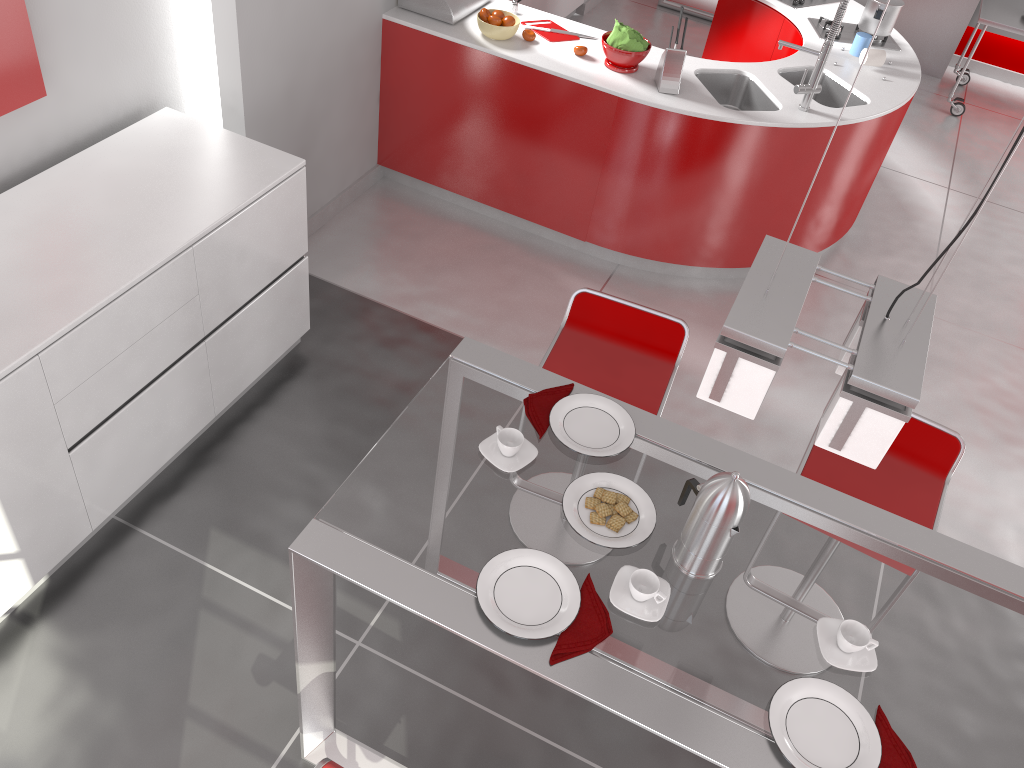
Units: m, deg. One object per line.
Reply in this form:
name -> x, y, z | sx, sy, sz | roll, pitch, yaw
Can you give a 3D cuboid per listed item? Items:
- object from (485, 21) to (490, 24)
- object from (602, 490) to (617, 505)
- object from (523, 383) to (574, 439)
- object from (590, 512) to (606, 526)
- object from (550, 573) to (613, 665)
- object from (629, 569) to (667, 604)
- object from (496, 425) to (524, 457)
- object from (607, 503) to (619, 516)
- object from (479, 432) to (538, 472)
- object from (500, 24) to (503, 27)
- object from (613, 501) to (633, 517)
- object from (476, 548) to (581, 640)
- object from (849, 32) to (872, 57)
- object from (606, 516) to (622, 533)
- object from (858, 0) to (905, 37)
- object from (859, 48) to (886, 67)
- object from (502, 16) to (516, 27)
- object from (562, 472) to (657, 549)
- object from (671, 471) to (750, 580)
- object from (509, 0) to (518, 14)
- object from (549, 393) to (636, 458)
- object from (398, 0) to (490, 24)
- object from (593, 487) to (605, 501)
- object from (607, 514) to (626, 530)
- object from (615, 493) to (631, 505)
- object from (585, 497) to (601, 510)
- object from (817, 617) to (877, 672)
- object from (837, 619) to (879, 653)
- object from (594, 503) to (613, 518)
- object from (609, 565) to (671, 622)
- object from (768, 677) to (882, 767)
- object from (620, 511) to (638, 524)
object -> -0.103, -1.676, 4.136 | 0.055, 0.058, 0.066 | 27, 45, 17
object -> 0.222, 0.258, 2.022 | 0.034, 0.006, 0.036 | 15, 43, 4
object -> 0.075, 0.049, 2.222 | 0.095, 0.012, 0.234 | 23, 44, 13
object -> 0.192, 0.300, 1.980 | 0.036, 0.006, 0.034 | 8, 43, -2
object -> 0.156, 0.484, 1.779 | 0.095, 0.012, 0.234 | 22, 44, 12
object -> 0.272, 0.426, 1.826 | 0.062, 0.049, 0.078 | -13, 48, -23
object -> -0.013, 0.139, 2.074 | 0.078, 0.049, 0.062 | 23, 44, 13
object -> 0.227, 0.282, 2.006 | 0.036, 0.006, 0.034 | 36, 49, 25
object -> -0.009, 0.159, 2.088 | 0.119, 0.016, 0.119 | 38, 50, 26
object -> -0.037, -1.687, 4.164 | 0.065, 0.056, 0.059 | 20, 44, 10
object -> 0.251, 0.282, 2.002 | 0.034, 0.006, 0.036 | -27, 55, -33
object -> 0.033, 0.428, 1.811 | 0.217, 0.015, 0.217 | 6, 43, -5
object -> 1.776, -1.739, 4.529 | 0.080, 0.100, 0.109 | 4, 43, -7
object -> 0.229, 0.312, 1.975 | 0.034, 0.006, 0.036 | 26, 45, 16
object -> 1.970, -1.979, 4.734 | 0.189, 0.185, 0.218 | -3, 45, -15
object -> 1.802, -1.643, 4.445 | 0.100, 0.080, 0.109 | 2, 44, -9
object -> -0.016, -1.681, 4.111 | 0.066, 0.049, 0.062 | 29, 46, 18
object -> 0.218, 0.286, 1.998 | 0.217, 0.015, 0.217 | -15, 49, -25
object -> 0.410, 0.270, 1.852 | 0.149, 0.287, 0.113 | 29, 46, 19
object -> 0.011, -1.851, 4.353 | 0.043, 0.066, 0.042 | 33, 47, 22
object -> 0.197, 0.103, 2.186 | 0.217, 0.015, 0.217 | -16, 49, -25
object -> -0.315, -1.921, 4.278 | 0.300, 0.170, 0.400 | 23, 44, 13
object -> 0.207, 0.253, 2.032 | 0.036, 0.006, 0.034 | 23, 44, 13
object -> 0.234, 0.306, 1.973 | 0.034, 0.006, 0.036 | 32, 47, 21
object -> 0.251, 0.265, 2.028 | 0.036, 0.006, 0.034 | 23, 44, 13
object -> 0.184, 0.271, 2.009 | 0.036, 0.006, 0.034 | 12, 43, 1
object -> 0.687, 0.538, 1.825 | 0.119, 0.016, 0.119 | 9, 43, -2
object -> 0.695, 0.525, 1.805 | 0.062, 0.049, 0.078 | -28, 55, -34
object -> 0.205, 0.283, 1.992 | 0.034, 0.006, 0.036 | -15, 49, -25
object -> 0.266, 0.439, 1.847 | 0.119, 0.016, 0.119 | 21, 44, 11
object -> 0.589, 0.658, 1.678 | 0.217, 0.015, 0.217 | -27, 54, -33
object -> 0.264, 0.297, 1.998 | 0.036, 0.006, 0.034 | -29, 56, -35
